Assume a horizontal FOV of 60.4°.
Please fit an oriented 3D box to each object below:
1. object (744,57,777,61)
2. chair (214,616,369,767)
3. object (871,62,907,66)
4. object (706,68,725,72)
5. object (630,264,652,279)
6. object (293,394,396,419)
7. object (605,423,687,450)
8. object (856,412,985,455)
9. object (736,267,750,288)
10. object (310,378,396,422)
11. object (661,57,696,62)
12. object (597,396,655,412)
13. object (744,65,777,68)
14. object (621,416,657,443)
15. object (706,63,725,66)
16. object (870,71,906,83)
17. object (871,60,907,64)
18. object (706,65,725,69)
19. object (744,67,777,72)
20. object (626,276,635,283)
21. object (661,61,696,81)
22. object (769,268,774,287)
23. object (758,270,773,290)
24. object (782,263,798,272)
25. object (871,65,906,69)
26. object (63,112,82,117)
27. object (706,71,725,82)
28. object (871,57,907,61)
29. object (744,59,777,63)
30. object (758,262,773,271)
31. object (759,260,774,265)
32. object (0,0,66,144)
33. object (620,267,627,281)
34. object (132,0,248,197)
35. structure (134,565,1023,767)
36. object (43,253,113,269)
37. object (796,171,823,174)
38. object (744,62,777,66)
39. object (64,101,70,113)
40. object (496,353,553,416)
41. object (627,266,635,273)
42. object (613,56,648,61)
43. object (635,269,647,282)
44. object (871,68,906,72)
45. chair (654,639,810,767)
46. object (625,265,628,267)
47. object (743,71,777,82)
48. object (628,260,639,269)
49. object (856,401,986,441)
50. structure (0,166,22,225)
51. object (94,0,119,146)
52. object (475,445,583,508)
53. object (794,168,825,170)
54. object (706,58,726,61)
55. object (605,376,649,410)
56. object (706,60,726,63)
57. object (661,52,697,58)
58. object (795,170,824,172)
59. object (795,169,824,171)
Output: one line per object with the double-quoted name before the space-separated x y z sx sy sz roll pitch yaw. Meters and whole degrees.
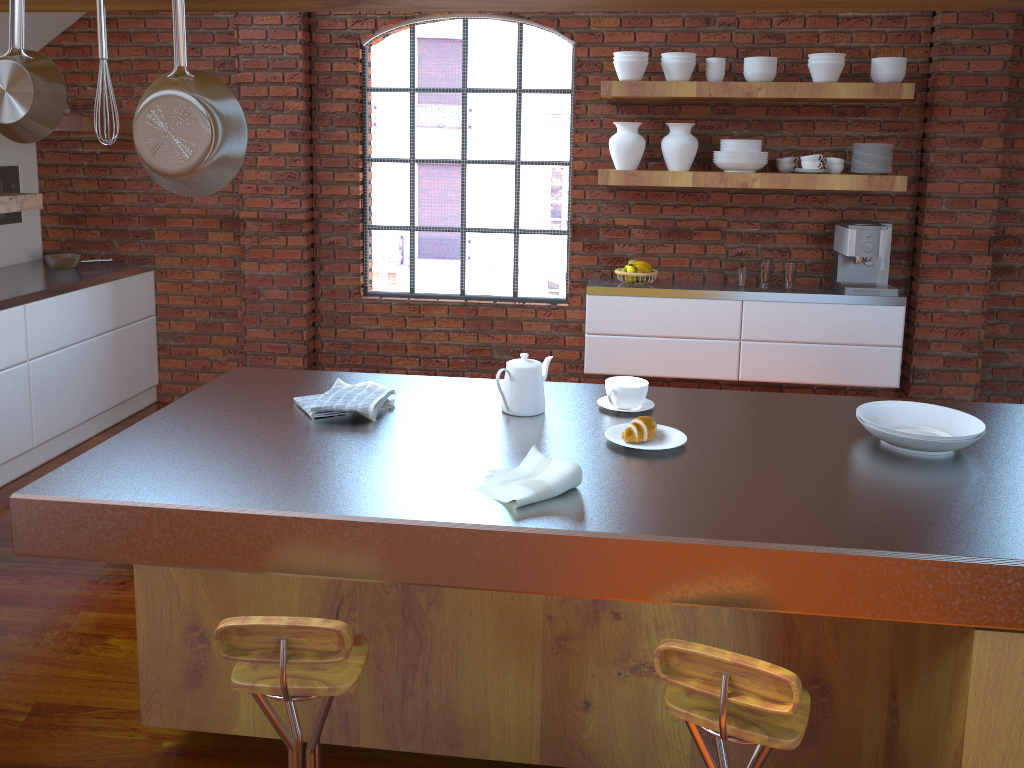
"object" 1.279 -1.646 4.530 0.165 0.060 0.169 1 14 1
"chair" -0.413 0.754 1.752 0.338 0.737 0.345 1 10 2
"object" 1.902 -1.587 4.448 0.167 0.060 0.168 -13 20 -42
"object" 1.058 -1.609 4.580 0.100 0.060 0.100 -12 18 -42
"object" 0.710 -0.601 4.724 0.065 0.093 0.178 11 17 42
"object" -0.449 0.051 2.353 0.232 0.026 0.168 -7 17 -27
"object" 0.320 0.130 2.107 0.195 0.013 0.198 9 17 27
"object" 0.976 0.117 2.116 0.282 0.054 0.288 -5 16 -21
"object" 1.235 -0.569 4.714 0.078 0.102 0.079 -4 12 -23
"object" -0.417 0.041 2.334 0.165 0.049 0.238 3 15 6
"object" 0.860 -1.631 4.552 0.183 0.102 0.182 13 18 41
"object" 0.308 0.057 2.378 0.155 0.012 0.156 11 18 34
"object" 1.278 -1.608 4.536 0.165 0.060 0.169 1 14 1
"object" 0.310 0.105 2.109 0.062 0.050 0.140 7 15 25
"object" 1.058 -1.636 4.576 0.100 0.060 0.100 -12 18 -42
"object" 1.901 -1.545 4.454 0.167 0.060 0.168 -13 20 -42
"object" 1.902 -1.599 4.446 0.167 0.060 0.168 -13 20 -42
"object" 1.058 -1.622 4.578 0.100 0.060 0.100 -12 18 -42
"object" 1.278 -1.595 4.538 0.165 0.060 0.169 1 14 1
"object" 0.641 -0.566 4.733 0.056 0.045 0.046 11 16 39
"object" 0.860 -1.610 4.555 0.183 0.102 0.182 13 18 41
"object" 1.368 -0.576 4.740 0.078 0.102 0.079 9 14 36
"object" 1.329 -0.546 4.627 0.078 0.102 0.079 9 14 36
"object" 1.459 -0.583 4.629 0.078 0.102 0.079 5 12 18
"object" 1.902 -1.574 4.450 0.167 0.060 0.168 -13 20 -42
"object" -2.510 -1.481 4.834 0.195 0.032 0.229 2 15 5
"object" 1.057 -1.593 4.583 0.100 0.060 0.100 -12 18 -42
"object" 1.903 -1.612 4.444 0.167 0.060 0.168 -13 20 -42
"object" 1.278 -1.633 4.532 0.165 0.060 0.169 1 14 1
"object" 1.330 -0.583 4.622 0.078 0.102 0.079 9 14 36
"object" 1.369 -0.613 4.735 0.078 0.102 0.079 9 14 36
"object" -1.027 -0.674 1.803 0.194 0.352 0.087 3 9 11
"object" 0.622 -0.596 4.786 0.074 0.074 0.074 -3 12 -18
"object" -0.677 -0.599 1.787 0.265 0.436 0.070 3 9 12
"structure" 0.615 0.659 2.138 3.120 0.752 1.047 3 13 7
"object" -2.480 -0.697 5.021 0.348 0.073 0.199 -2 15 -12
"object" 1.537 -1.091 4.540 0.155 0.012 0.156 -9 18 -31
"object" 1.278 -1.621 4.534 0.165 0.060 0.169 1 14 1
"object" -2.504 -1.576 4.876 0.094 0.189 0.094 -7 13 -39
"object" 0.032 -0.006 2.330 0.118 0.152 0.201 3 13 12
"object" 0.641 -0.615 4.738 0.045 0.052 0.053 0 12 -5
"object" 0.613 -1.633 4.545 0.183 0.102 0.182 13 18 41
"object" 0.693 -0.588 4.761 0.077 0.064 0.078 11 16 39
"object" 1.902 -1.561 4.452 0.167 0.060 0.168 -13 20 -42
"chair" 0.413 0.794 1.654 0.340 0.737 0.343 6 11 26
"object" 0.641 -0.633 4.836 0.045 0.046 0.056 10 15 38
"object" 1.278 -1.579 4.540 0.165 0.060 0.169 1 14 1
"object" 0.666 -0.648 4.792 0.068 0.060 0.071 6 13 23
"object" 0.977 0.107 2.114 0.282 0.054 0.288 -5 16 -21
"structure" -2.908 -1.052 4.933 0.013 0.328 0.467 2 13 6
"object" -0.839 -0.658 1.808 0.045 0.325 0.047 6 10 31
"object" 0.022 0.180 1.815 0.197 0.060 0.208 -8 17 -30
"object" 1.538 -1.104 4.539 0.155 0.012 0.156 -9 18 -31
"object" 1.058 -1.660 4.573 0.100 0.060 0.100 -12 18 -42
"object" 0.304 0.028 2.373 0.124 0.068 0.119 -1 14 -8
"object" 1.058 -1.647 4.575 0.100 0.060 0.100 -12 18 -42
"object" 0.860 -1.653 4.549 0.183 0.102 0.182 13 18 41
"object" 1.537 -1.095 4.540 0.155 0.012 0.156 -9 18 -31
"object" 1.538 -1.099 4.539 0.155 0.012 0.156 -9 18 -31
